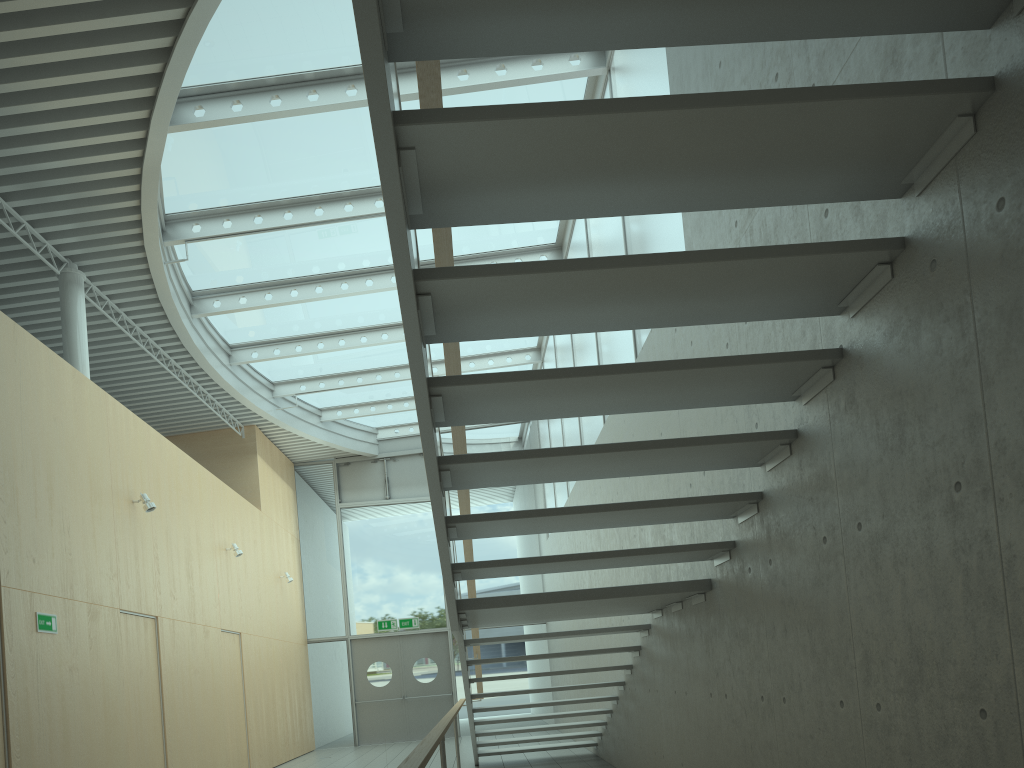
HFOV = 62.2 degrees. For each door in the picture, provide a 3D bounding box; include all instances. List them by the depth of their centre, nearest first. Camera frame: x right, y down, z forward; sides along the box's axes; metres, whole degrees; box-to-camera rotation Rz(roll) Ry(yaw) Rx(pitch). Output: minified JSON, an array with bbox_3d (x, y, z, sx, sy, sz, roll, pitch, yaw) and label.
[{"bbox_3d":[-2.133,5.978,16.684,1.920,2.067,0.178,-5,-3,-2],"label":"door"}]

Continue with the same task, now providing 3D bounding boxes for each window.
[{"bbox_3d":[-1.338,1.773,11.238,4.779,6.071,16.588,-4,-17,-4],"label":"window"},{"bbox_3d":[0.692,0.091,11.402,0.030,2.656,16.407,-5,-18,-4],"label":"window"},{"bbox_3d":[-1.733,3.954,16.810,4.853,6.166,0.112,-5,-3,-2],"label":"window"}]

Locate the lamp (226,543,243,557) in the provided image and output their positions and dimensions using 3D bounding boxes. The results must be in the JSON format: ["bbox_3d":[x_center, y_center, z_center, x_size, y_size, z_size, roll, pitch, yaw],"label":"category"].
[{"bbox_3d":[-3.785,2.261,11.566,0.231,0.192,0.146,0,-10,-22],"label":"lamp"}]

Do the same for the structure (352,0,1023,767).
[{"bbox_3d":[0.395,1.069,5.381,1.884,4.075,13.219,-5,-17,-4],"label":"structure"}]

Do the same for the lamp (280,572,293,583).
[{"bbox_3d":[-3.908,3.351,14.707,0.231,0.192,0.146,0,-10,-22],"label":"lamp"}]

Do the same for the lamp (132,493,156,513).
[{"bbox_3d":[-3.663,1.177,8.445,0.231,0.192,0.146,0,-10,-22],"label":"lamp"}]
